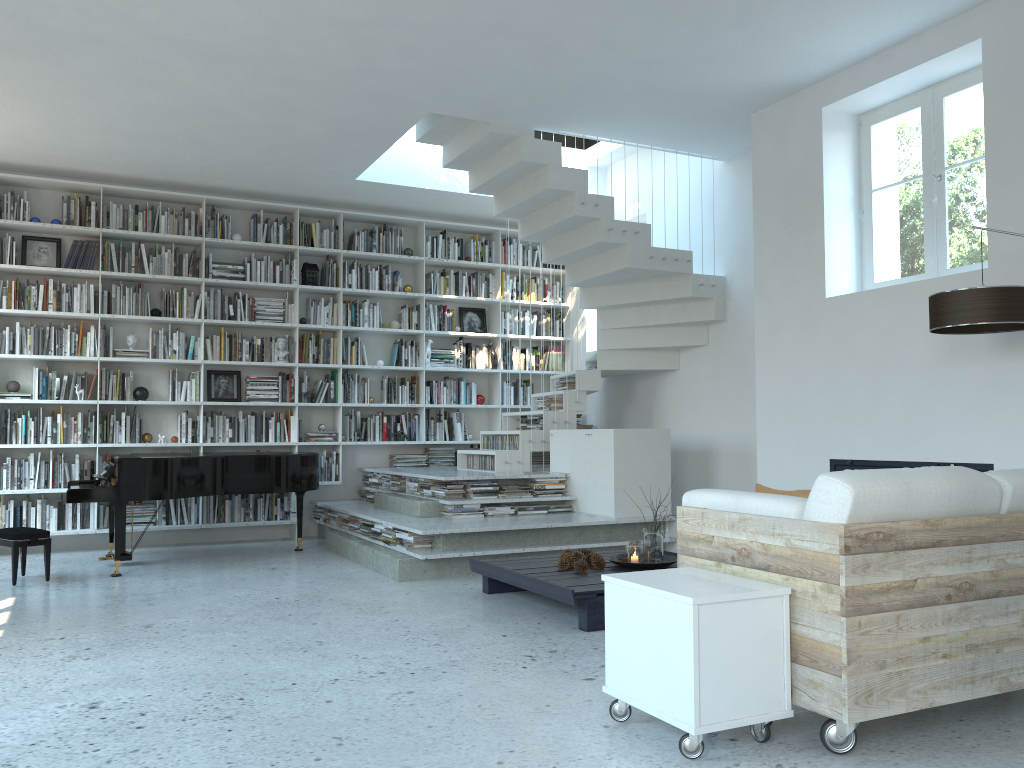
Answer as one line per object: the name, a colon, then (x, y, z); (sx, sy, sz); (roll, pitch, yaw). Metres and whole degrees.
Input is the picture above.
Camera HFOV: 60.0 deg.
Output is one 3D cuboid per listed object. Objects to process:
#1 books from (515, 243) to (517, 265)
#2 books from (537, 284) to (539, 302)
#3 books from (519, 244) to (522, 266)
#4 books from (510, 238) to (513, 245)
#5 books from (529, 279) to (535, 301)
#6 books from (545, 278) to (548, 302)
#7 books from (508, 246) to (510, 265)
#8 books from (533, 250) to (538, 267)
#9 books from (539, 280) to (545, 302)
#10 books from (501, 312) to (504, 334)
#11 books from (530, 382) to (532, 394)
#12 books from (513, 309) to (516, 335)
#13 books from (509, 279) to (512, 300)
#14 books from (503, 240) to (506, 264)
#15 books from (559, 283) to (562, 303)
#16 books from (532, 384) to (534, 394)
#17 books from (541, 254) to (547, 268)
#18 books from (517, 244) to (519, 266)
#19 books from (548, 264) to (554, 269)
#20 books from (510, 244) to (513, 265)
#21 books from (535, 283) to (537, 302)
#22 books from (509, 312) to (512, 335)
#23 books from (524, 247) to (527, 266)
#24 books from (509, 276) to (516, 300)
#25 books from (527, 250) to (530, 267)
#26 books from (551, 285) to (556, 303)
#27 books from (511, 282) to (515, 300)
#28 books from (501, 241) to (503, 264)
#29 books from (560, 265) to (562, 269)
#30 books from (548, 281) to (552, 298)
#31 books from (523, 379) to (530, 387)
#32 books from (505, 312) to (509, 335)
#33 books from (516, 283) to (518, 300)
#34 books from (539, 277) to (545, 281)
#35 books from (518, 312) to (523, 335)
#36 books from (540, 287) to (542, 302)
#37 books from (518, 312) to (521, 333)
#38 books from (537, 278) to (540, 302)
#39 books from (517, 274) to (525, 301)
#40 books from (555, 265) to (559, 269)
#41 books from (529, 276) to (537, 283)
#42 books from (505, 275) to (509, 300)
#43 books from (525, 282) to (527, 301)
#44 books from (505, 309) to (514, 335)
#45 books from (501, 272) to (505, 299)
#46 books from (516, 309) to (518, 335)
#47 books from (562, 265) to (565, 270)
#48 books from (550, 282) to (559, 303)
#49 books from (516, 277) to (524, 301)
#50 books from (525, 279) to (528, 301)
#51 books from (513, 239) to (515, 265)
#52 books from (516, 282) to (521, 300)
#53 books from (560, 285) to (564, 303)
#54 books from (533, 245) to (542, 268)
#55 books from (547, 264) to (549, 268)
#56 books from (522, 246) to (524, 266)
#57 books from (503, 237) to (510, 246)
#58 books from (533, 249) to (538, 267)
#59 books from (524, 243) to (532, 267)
books: (0.010, -1.370, 9.535); (0.027, 0.275, 0.148); (1, -3, -26)
books: (0.247, -0.967, 9.612); (0.013, 0.212, 0.187); (1, -3, -26)
books: (0.057, -1.363, 9.554); (0.029, 0.264, 0.179); (1, -3, -26)
books: (-0.032, -1.396, 9.521); (0.012, 0.326, 0.151); (1, -3, -26)
books: (0.171, -0.987, 9.527); (0.042, 0.242, 0.248); (1, -3, -26)
books: (0.339, -1.001, 9.677); (0.023, 0.287, 0.163); (1, -3, -26)
books: (-0.069, -1.350, 9.475); (0.022, 0.229, 0.175); (1, -3, -26)
books: (0.219, -1.333, 9.634); (0.057, 0.212, 0.163); (1, -3, -26)
books: (0.313, -0.990, 9.651); (0.022, 0.261, 0.160); (1, -3, -26)
books: (-0.128, -0.630, 9.424); (0.012, 0.254, 0.161); (1, -3, -26)
books: (0.179, 0.113, 9.555); (0.012, 0.254, 0.161); (1, -3, -26)
books: (0.000, -0.648, 9.496); (0.022, 0.297, 0.162); (1, -3, -26)
books: (-0.052, -0.984, 9.390); (0.049, 0.223, 0.161); (1, -3, -26)
books: (-0.100, -1.378, 9.471); (0.013, 0.286, 0.150); (1, -3, -26)
books: (0.496, -0.977, 9.756); (0.040, 0.246, 0.160); (1, -3, -26)
books: (0.192, 0.120, 9.557); (0.013, 0.239, 0.166); (1, -3, -26)
books: (0.328, -1.322, 9.669); (0.024, 0.193, 0.186); (1, -3, -26)
books: (0.034, -1.361, 9.542); (0.022, 0.259, 0.163); (1, -3, -26)
books: (0.406, -1.332, 9.705); (0.012, 0.216, 0.192); (1, -3, -26)
books: (-0.041, -1.356, 9.497); (0.023, 0.243, 0.182); (1, -3, -26)
books: (0.219, -0.972, 9.604); (0.023, 0.220, 0.171); (1, -3, -26)
books: (-0.054, -0.630, 9.456); (0.026, 0.256, 0.173); (1, -3, -26)
books: (0.115, -1.348, 9.582); (0.025, 0.237, 0.143); (1, -3, -26)
books: (-0.002, -1.002, 9.425); (0.023, 0.263, 0.158); (1, -3, -26)
books: (0.150, -1.333, 9.601); (0.026, 0.208, 0.163); (1, -3, -26)
books: (0.425, -0.963, 9.711); (0.023, 0.213, 0.181); (1, -3, -26)
books: (-0.016, -0.969, 9.400); (0.024, 0.193, 0.190); (1, -3, -26)
books: (-0.140, -1.373, 9.455); (0.022, 0.275, 0.160); (1, -3, -26)
books: (0.498, -1.345, 9.766); (0.014, 0.248, 0.185); (1, -3, -26)
books: (0.383, -0.984, 9.693); (0.070, 0.254, 0.154); (1, -3, -26)
books: (0.153, 0.096, 9.531); (0.011, 0.284, 0.161); (1, -3, -26)
books: (-0.082, -0.627, 9.429); (0.023, 0.247, 0.182); (1, -3, -26)
books: (0.007, -0.967, 9.474); (0.038, 0.199, 0.170); (1, -3, -26)
books: (0.318, -1.005, 9.679); (0.011, 0.294, 0.151); (1, -3, -26)
books: (0.068, -0.633, 9.527); (0.025, 0.270, 0.152); (1, -3, -26)
books: (0.280, -0.950, 9.655); (0.034, 0.182, 0.156); (1, -3, -26)
books: (0.055, -0.629, 9.510); (0.013, 0.260, 0.158); (1, -3, -26)
books: (0.253, -1.000, 9.644); (0.024, 0.281, 0.153); (1, -3, -26)
books: (0.098, -1.017, 9.468); (0.022, 0.296, 0.152); (1, -3, -26)
books: (0.461, -1.366, 9.730); (0.014, 0.286, 0.190); (1, -3, -26)
books: (0.231, -1.008, 9.620); (0.010, 0.295, 0.165); (1, -3, -26)
books: (-0.080, -1.005, 9.364); (0.026, 0.263, 0.189); (1, -3, -26)
books: (0.113, -0.971, 9.477); (0.014, 0.206, 0.184); (1, -3, -26)
books: (-0.030, -0.645, 9.453); (0.014, 0.285, 0.185); (1, -3, -26)
books: (-0.121, -1.021, 9.354); (0.010, 0.294, 0.183); (1, -3, -26)
books: (0.020, -0.646, 9.493); (0.012, 0.292, 0.165); (1, -3, -26)
books: (0.521, -1.340, 9.763); (0.025, 0.237, 0.187); (1, -3, -26)
books: (0.464, -0.984, 9.742); (0.029, 0.258, 0.163); (1, -3, -26)
books: (0.080, -0.996, 9.453); (0.023, 0.253, 0.189); (1, -3, -26)
books: (0.126, -0.989, 9.491); (0.022, 0.242, 0.144); (1, -3, -26)
books: (-0.015, -1.386, 9.513); (0.012, 0.306, 0.184); (1, -3, -26)
books: (0.051, -0.975, 9.458); (0.025, 0.211, 0.135); (1, -3, -26)
books: (0.526, -0.963, 9.751); (0.011, 0.216, 0.170); (1, -3, -26)
books: (0.275, -1.364, 9.674); (0.069, 0.277, 0.132); (1, -3, -26)
books: (0.361, -1.348, 9.705); (0.068, 0.247, 0.160); (1, -3, -26)
books: (0.088, -1.355, 9.578); (0.027, 0.249, 0.154); (1, -3, -26)
books: (-0.063, -1.399, 9.504); (0.014, 0.331, 0.143); (1, -3, -26)
books: (0.243, -1.344, 9.661); (0.010, 0.235, 0.131); (1, -3, -26)
books: (0.171, -1.370, 9.621); (0.012, 0.285, 0.159); (1, -3, -26)
